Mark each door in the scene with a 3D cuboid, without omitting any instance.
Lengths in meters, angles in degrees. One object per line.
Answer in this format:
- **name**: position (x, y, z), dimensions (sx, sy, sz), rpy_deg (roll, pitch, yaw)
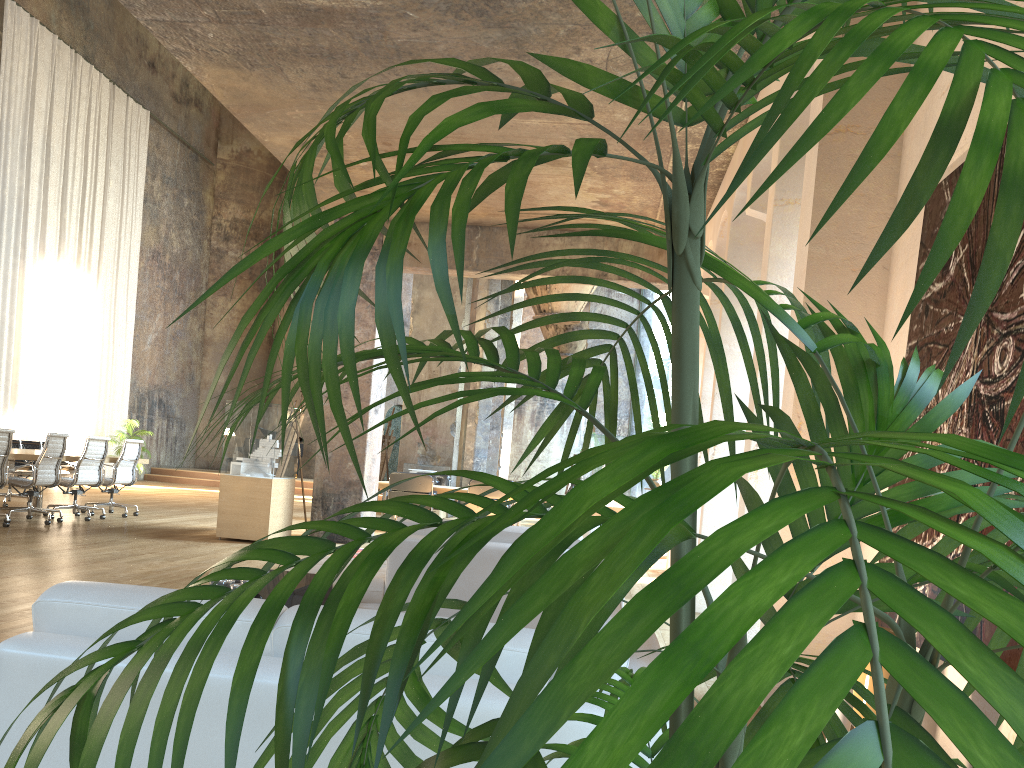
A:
- **door**: position (-3.326, 1.730, 24.894), dimensions (0.907, 2.301, 0.091), rpy_deg (4, 2, -36)

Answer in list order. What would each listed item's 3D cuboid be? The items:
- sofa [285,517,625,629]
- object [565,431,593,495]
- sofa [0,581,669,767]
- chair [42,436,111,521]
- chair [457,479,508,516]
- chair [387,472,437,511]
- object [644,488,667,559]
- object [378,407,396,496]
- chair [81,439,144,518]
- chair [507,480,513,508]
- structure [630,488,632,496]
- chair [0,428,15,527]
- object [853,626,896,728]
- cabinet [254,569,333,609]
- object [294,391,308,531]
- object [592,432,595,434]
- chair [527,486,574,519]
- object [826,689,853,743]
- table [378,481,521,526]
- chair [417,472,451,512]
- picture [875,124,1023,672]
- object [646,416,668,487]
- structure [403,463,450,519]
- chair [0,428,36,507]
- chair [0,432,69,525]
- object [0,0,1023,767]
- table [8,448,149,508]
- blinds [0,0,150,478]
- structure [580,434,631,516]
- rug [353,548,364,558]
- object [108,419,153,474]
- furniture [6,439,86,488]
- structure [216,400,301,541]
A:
- **sofa**: position (-0.258, 1.289, 6.384), dimensions (2.061, 0.722, 2.938), rpy_deg (4, -5, 6)
- **object**: position (1.606, 2.078, 19.665), dimensions (0.697, 2.150, 0.687), rpy_deg (6, 2, 35)
- **sofa**: position (-0.666, 0.841, 2.201), dimensions (2.065, 0.722, 1.074), rpy_deg (5, -3, 5)
- **chair**: position (-5.325, 1.126, 10.687), dimensions (0.697, 1.027, 0.667), rpy_deg (5, 0, 14)
- **chair**: position (-0.471, 1.826, 12.851), dimensions (0.732, 0.894, 0.818), rpy_deg (5, -1, -20)
- **chair**: position (-1.476, 1.746, 12.916), dimensions (0.729, 0.893, 0.822), rpy_deg (5, -1, 0)
- **object**: position (1.694, 1.790, 10.991), dimensions (0.662, 0.974, 0.567), rpy_deg (5, 0, -30)
- **object**: position (-2.675, 1.532, 17.889), dimensions (0.680, 2.150, 0.704), rpy_deg (6, 2, 32)
- **chair**: position (-5.276, 1.215, 11.550), dimensions (0.697, 1.027, 0.666), rpy_deg (5, 0, 11)
- **chair**: position (-0.327, 1.982, 14.294), dimensions (0.728, 0.893, 0.823), rpy_deg (5, -1, 7)
- **structure**: position (1.621, 2.156, 14.982), dimensions (0.734, 1.016, 0.744), rpy_deg (5, -1, 6)
- **chair**: position (-5.496, 0.935, 8.906), dimensions (0.697, 1.027, 0.666), rpy_deg (5, 0, 11)
- **object**: position (1.187, 1.111, 2.849), dimensions (0.174, 0.632, 0.237), rpy_deg (5, 1, -6)
- **cabinet**: position (-1.286, 1.159, 4.167), dimensions (0.395, 0.369, 1.566), rpy_deg (5, -5, 6)
- **object**: position (-2.788, 0.832, 10.901), dimensions (0.684, 2.150, 0.700), rpy_deg (5, 1, 5)
- **object**: position (1.512, 1.324, 16.060), dimensions (0.857, 0.941, 0.689), rpy_deg (5, -1, 8)
- **chair**: position (0.568, 1.975, 13.442), dimensions (0.821, 0.894, 0.730), rpy_deg (5, -1, 0)
- **object**: position (1.168, 1.229, 3.149), dimensions (0.100, 0.453, 0.101), rpy_deg (6, 2, 30)
- **table**: position (-0.917, 1.955, 13.589), dimensions (2.407, 0.701, 1.108), rpy_deg (4, -3, 6)
- **chair**: position (-1.434, 1.896, 14.401), dimensions (0.728, 0.893, 0.824), rpy_deg (5, -1, 13)
- **picture**: position (1.524, 0.030, 2.860), dimensions (0.069, 1.773, 1.505), rpy_deg (5, -1, 6)
- **object**: position (1.838, 0.848, 10.957), dimensions (0.688, 0.941, 0.859), rpy_deg (5, -1, -3)
- **structure**: position (-1.640, 2.035, 16.610), dimensions (0.742, 1.016, 0.736), rpy_deg (5, -1, 6)
- **chair**: position (-3.818, 1.330, 11.364), dimensions (12.935, 1.032, 31.603), rpy_deg (4, -6, 6)
- **chair**: position (-5.400, 1.035, 9.834), dimensions (0.698, 1.027, 0.666), rpy_deg (5, 0, 5)
- **object**: position (0.109, 0.210, 0.740), dimensions (1.398, 1.815, 1.359), rpy_deg (5, -1, 12)
- **table**: position (-6.280, 0.964, 8.561), dimensions (1.599, 0.758, 7.739), rpy_deg (5, -6, 6)
- **blinds**: position (-9.243, -2.489, 16.929), dimensions (0.274, 8.655, 7.844), rpy_deg (5, -1, 7)
- **structure**: position (1.103, 1.408, 10.563), dimensions (0.593, 1.550, 0.743), rpy_deg (5, 1, 6)
- **rug**: position (-0.618, 1.904, 9.317), dimensions (2.459, 0.009, 1.350), rpy_deg (4, -6, 6)
- **object**: position (-8.590, 1.525, 19.755), dimensions (1.092, 1.459, 1.128), rpy_deg (5, -1, -3)
- **furniture**: position (-8.604, 1.479, 16.221), dimensions (0.707, 0.841, 1.877), rpy_deg (5, -4, 6)
- **structure**: position (-2.878, 1.010, 10.021), dimensions (0.593, 1.550, 0.743), rpy_deg (5, 1, 6)
